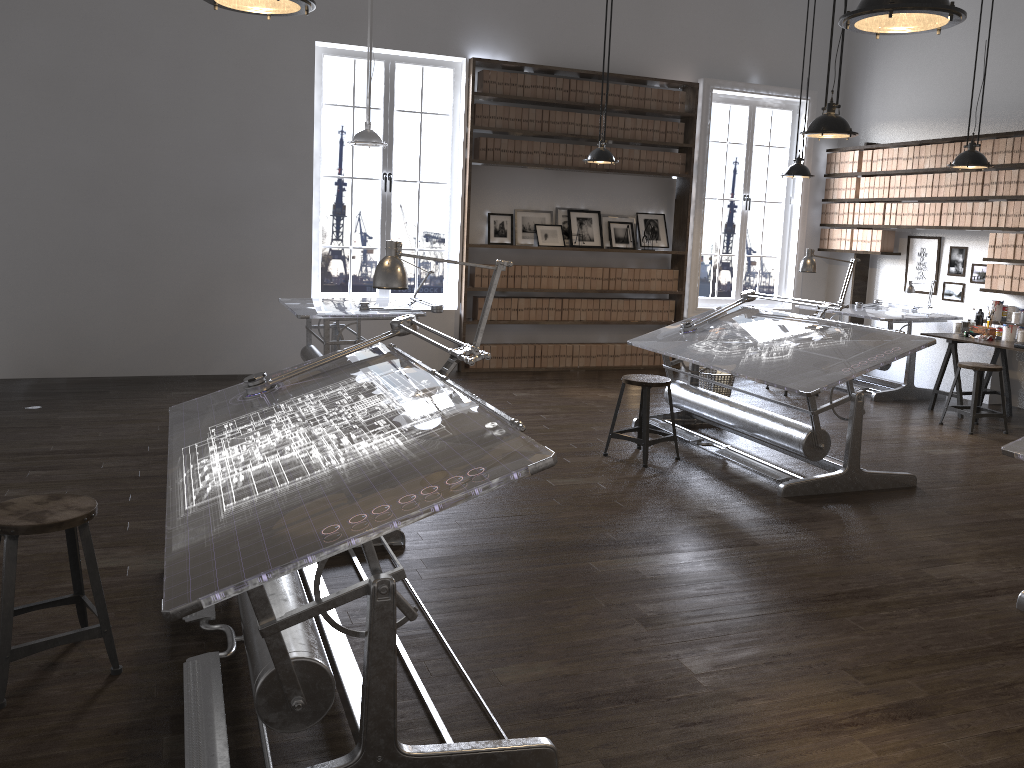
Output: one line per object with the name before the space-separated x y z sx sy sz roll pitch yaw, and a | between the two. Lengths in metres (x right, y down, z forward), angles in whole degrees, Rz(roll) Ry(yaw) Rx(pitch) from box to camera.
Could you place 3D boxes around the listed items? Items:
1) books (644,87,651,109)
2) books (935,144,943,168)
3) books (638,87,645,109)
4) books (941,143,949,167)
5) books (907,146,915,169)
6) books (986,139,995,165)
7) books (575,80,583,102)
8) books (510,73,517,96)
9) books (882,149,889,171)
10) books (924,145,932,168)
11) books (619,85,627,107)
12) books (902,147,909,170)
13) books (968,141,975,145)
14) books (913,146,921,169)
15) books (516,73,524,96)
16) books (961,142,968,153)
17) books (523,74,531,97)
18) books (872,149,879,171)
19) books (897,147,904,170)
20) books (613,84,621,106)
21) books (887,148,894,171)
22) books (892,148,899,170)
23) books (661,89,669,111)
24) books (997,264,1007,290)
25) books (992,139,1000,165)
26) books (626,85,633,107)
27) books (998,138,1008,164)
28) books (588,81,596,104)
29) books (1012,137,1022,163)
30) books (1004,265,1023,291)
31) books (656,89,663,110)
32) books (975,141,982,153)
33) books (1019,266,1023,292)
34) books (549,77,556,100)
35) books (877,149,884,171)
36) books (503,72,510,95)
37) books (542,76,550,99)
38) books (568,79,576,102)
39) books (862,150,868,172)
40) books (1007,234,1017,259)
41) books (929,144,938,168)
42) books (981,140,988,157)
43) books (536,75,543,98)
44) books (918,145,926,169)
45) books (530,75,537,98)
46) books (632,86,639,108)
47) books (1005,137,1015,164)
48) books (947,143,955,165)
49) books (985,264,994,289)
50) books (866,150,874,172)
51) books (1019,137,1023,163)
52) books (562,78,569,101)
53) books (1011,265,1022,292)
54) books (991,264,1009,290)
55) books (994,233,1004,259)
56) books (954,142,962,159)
books | 1.364 -2.943 9.167 0.067 0.224 0.176 0 9 -21
books | 4.124 -2.161 8.414 0.174 0.224 0.067 -1 8 -21
books | 1.297 -2.942 9.146 0.067 0.224 0.176 0 9 -21
books | 4.151 -2.150 8.357 0.174 0.224 0.067 -1 8 -21
books | 4.001 -2.225 8.743 0.174 0.224 0.067 -1 8 -21
books | 4.321 -2.060 7.897 0.174 0.224 0.067 -1 8 -21
books | 0.642 -2.926 8.899 0.067 0.224 0.176 0 9 -21
books | -0.014 -2.911 8.649 0.067 0.224 0.176 0 9 -21
books | 3.886 -2.286 9.061 0.174 0.224 0.067 -1 8 -21
books | 4.077 -2.187 8.550 0.174 0.224 0.067 -1 8 -21
books | 1.101 -2.936 9.065 0.067 0.224 0.176 0 9 -21
books | 3.977 -2.238 8.811 0.174 0.224 0.067 -1 8 -21
books | 4.249 -2.098 8.092 0.174 0.224 0.067 -1 8 -21
books | 4.029 -2.212 8.680 0.174 0.224 0.067 -1 8 -21
books | 0.054 -2.912 8.670 0.067 0.224 0.176 0 9 -21
books | 4.228 -2.111 8.159 0.174 0.224 0.067 -1 8 -21
books | 0.121 -2.913 8.698 0.067 0.224 0.176 0 9 -21
books | 3.836 -2.312 9.192 0.174 0.224 0.067 -1 8 -21
books | 3.957 -2.249 8.870 0.174 0.224 0.067 -1 8 -21
books | 1.033 -2.934 9.040 0.067 0.224 0.176 0 9 -21
books | 3.911 -2.274 8.995 0.174 0.224 0.067 -1 8 -21
books | 3.929 -2.261 8.930 0.174 0.224 0.067 -1 8 -21
books | 1.554 -2.947 9.237 0.067 0.224 0.176 0 9 -21
books | 4.370 -0.936 7.789 0.174 0.224 0.067 -1 8 -21
books | 4.349 -2.048 7.837 0.174 0.224 0.067 -1 8 -21
books | 1.167 -2.938 9.094 0.067 0.224 0.175 0 9 -21
books | 4.369 -2.037 7.778 0.174 0.224 0.067 -1 8 -21
books | 0.773 -2.929 8.945 0.067 0.224 0.175 0 9 -21
books | 4.422 -2.011 7.646 0.174 0.224 0.067 -1 8 -21
books | 4.394 -0.923 7.721 0.174 0.224 0.067 -1 8 -21
books | 1.490 -2.946 9.218 0.067 0.224 0.176 0 9 -21
books | 4.278 -2.085 8.027 0.174 0.224 0.067 -1 8 -21
books | 4.448 -0.898 7.593 0.174 0.224 0.067 -1 8 -21
books | 0.370 -2.920 8.795 0.067 0.224 0.175 0 9 -21
books | 3.857 -2.299 9.125 0.174 0.224 0.067 -1 8 -21
books | -0.080 -2.909 8.626 0.067 0.224 0.175 0 9 -21
books | 0.304 -2.918 8.770 0.067 0.224 0.176 0 9 -21
books | 0.575 -2.924 8.867 0.067 0.224 0.176 0 9 -21
books | 3.784 -2.339 9.331 0.174 0.224 0.067 -1 8 -21
books | 4.402 -1.191 7.693 0.174 0.224 0.067 -1 8 -21
books | 4.099 -2.174 8.481 0.174 0.224 0.067 -1 8 -21
books | 4.303 -2.072 7.962 0.174 0.224 0.067 -1 8 -21
books | 0.243 -2.916 8.741 0.067 0.224 0.176 0 9 -21
books | 4.056 -2.200 8.616 0.174 0.224 0.067 -1 8 -21
books | 0.179 -2.915 8.721 0.067 0.224 0.176 0 9 -21
books | 1.231 -2.941 9.123 0.067 0.224 0.175 0 9 -21
books | 4.393 -2.024 7.710 0.174 0.224 0.067 -1 8 -21
books | 4.176 -2.138 8.297 0.174 0.224 0.067 -1 8 -21
books | 4.321 -0.959 7.908 0.174 0.224 0.067 -1 8 -21
books | 3.805 -2.325 9.260 0.174 0.224 0.067 -1 8 -21
books | 4.448 -1.999 7.582 0.174 0.224 0.067 -1 8 -21
books | 0.503 -2.923 8.846 0.067 0.224 0.176 0 9 -21
books | 4.422 -0.910 7.657 0.174 0.224 0.067 -1 8 -21
books | 4.349 -0.947 7.847 0.174 0.224 0.067 -1 8 -21
books | 4.359 -1.214 7.814 0.174 0.224 0.067 -1 8 -21
books | 4.197 -2.124 8.227 0.174 0.224 0.067 -1 8 -21
